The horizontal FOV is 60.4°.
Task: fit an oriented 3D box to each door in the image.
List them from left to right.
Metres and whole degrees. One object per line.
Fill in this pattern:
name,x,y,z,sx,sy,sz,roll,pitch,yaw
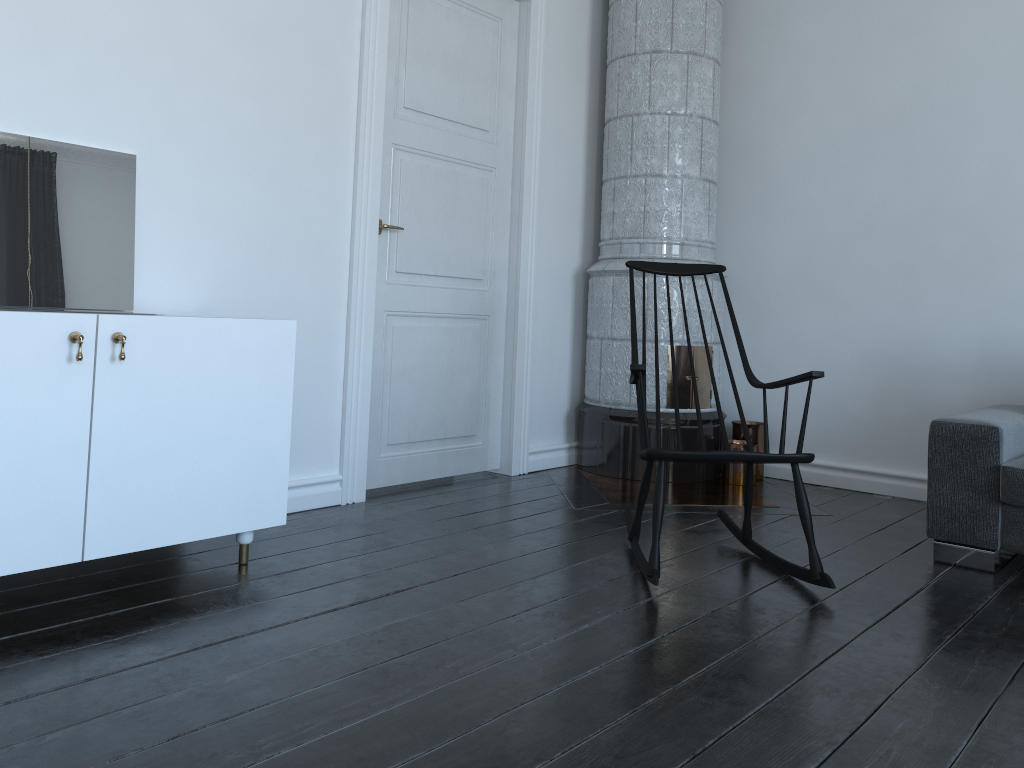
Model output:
door,-0.287,-0.785,4.006,0.116,2.485,1.164,0,-2,40

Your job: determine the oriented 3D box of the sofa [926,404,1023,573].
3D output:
sofa,2.641,0.317,2.621,2.379,0.725,1.082,5,4,40

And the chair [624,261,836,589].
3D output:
chair,0.638,0.070,2.943,0.612,1.008,0.905,2,1,-5

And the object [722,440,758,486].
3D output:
object,1.121,0.388,4.339,0.174,0.200,0.171,3,0,30

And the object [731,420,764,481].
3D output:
object,1.207,0.338,4.504,0.173,0.282,0.175,2,-1,40

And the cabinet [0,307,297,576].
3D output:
cabinet,-1.243,0.169,2.347,0.591,0.737,1.198,3,2,40

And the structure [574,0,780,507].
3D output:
structure,0.803,-0.982,4.450,0.778,2.902,1.266,3,-1,-5

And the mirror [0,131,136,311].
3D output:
mirror,-1.434,-0.476,2.557,0.054,0.504,0.694,0,0,40
